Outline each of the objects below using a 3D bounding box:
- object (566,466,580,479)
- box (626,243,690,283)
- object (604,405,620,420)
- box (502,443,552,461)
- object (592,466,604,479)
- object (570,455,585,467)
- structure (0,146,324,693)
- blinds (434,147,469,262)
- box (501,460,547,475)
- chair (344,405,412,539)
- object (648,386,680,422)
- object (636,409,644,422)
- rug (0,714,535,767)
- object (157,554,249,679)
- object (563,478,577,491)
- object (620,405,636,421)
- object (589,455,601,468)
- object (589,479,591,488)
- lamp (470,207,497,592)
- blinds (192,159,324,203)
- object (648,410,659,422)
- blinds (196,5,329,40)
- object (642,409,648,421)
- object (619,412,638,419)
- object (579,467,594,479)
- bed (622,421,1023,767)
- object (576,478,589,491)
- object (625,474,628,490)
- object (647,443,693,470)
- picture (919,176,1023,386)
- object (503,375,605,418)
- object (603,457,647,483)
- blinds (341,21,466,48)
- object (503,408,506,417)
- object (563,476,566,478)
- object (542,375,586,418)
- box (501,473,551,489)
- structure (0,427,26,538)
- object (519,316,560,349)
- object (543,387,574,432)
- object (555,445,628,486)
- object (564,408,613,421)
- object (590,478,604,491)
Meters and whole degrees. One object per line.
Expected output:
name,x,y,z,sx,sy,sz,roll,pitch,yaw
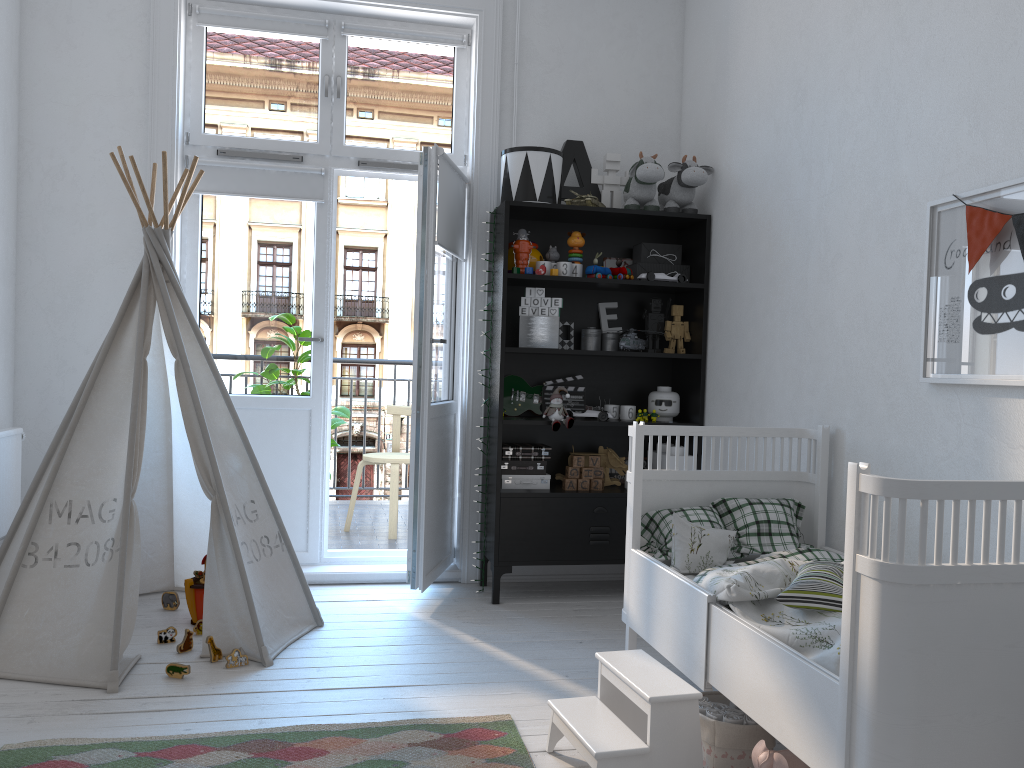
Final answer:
object,0.264,0.385,3.868,0.050,0.050,0.050,2,1,-12
box,0.666,-0.537,4.020,0.251,0.189,0.179,2,1,-12
object,0.442,0.126,3.934,0.067,0.067,0.067,2,1,2
box,0.048,0.298,3.892,0.215,0.062,0.179,2,1,-12
object,0.371,0.388,3.898,0.050,0.050,0.050,2,1,-12
object,0.285,0.336,3.863,0.050,0.050,0.050,2,1,-12
structure,-1.274,0.022,3.156,1.143,1.750,1.143,1,2,-36
blinds,-0.253,-0.756,3.831,0.032,0.390,0.565,2,1,8
box,0.028,0.359,3.888,0.215,0.062,0.179,2,1,-12
chair,-0.665,0.490,5.143,0.436,0.715,0.498,3,2,33
object,0.682,0.092,3.987,0.139,0.162,0.139,1,2,-37
object,0.556,0.138,3.856,0.031,0.054,0.042,3,2,38
rug,-0.440,0.938,1.380,1.320,0.016,2.028,2,1,-12
object,-1.044,0.755,3.137,0.385,0.284,0.856,1,1,-20
object,0.250,0.435,3.846,0.050,0.050,0.050,2,1,-12
object,0.510,0.129,3.900,0.067,0.067,0.067,2,1,2
object,0.362,0.338,3.881,0.050,0.050,0.050,2,1,8
object,0.368,0.437,3.930,0.050,0.050,0.050,2,1,-12
lamp,0.319,0.083,3.985,0.985,1.684,0.095,1,1,-14
blinds,-1.120,-0.902,3.934,0.565,0.158,0.032,2,1,-12
object,0.622,0.139,3.893,0.042,0.054,0.031,3,2,33
blinds,-1.098,-1.595,3.917,0.565,0.087,0.032,2,1,-12
object,0.587,0.138,3.916,0.042,0.054,0.031,2,1,-12
object,0.521,0.143,4.063,0.163,0.034,0.069,2,1,-12
object,0.324,0.387,3.860,0.050,0.050,0.050,2,1,-12
bed,0.809,0.554,2.252,0.670,0.833,1.403,2,1,-12
object,0.307,0.436,3.858,0.050,0.050,0.050,2,1,-7
object,0.533,0.433,3.926,0.067,0.067,0.067,2,1,2
object,0.712,0.372,3.987,0.132,0.199,0.267,2,1,-12
picture,1.210,-0.241,2.083,0.030,0.493,0.703,2,1,-12
object,0.188,0.084,4.020,0.542,0.239,0.093,2,1,-11
object,0.497,0.400,4.124,0.347,0.120,0.034,2,1,-12
blinds,-0.490,-1.592,4.044,0.565,0.060,0.032,2,1,-12
object,-0.047,0.118,3.893,0.042,0.054,0.031,2,1,-2
object,0.253,0.434,3.903,0.050,0.050,0.050,2,1,-12
object,0.234,0.055,4.001,0.201,0.199,0.048,2,1,-12
box,0.045,0.421,3.894,0.215,0.062,0.179,2,1,-12
structure,-1.931,0.404,3.354,0.075,0.460,0.635,1,1,-15
object,0.117,-0.219,3.810,0.170,0.138,0.124,2,1,3
object,0.199,0.105,3.723,0.110,0.186,0.129,1,1,-25
object,0.367,0.370,4.005,0.337,0.186,0.111,2,1,3
object,0.327,0.134,3.870,0.230,0.048,0.098,2,1,13
object,0.373,0.438,3.872,0.050,0.050,0.050,2,1,18
